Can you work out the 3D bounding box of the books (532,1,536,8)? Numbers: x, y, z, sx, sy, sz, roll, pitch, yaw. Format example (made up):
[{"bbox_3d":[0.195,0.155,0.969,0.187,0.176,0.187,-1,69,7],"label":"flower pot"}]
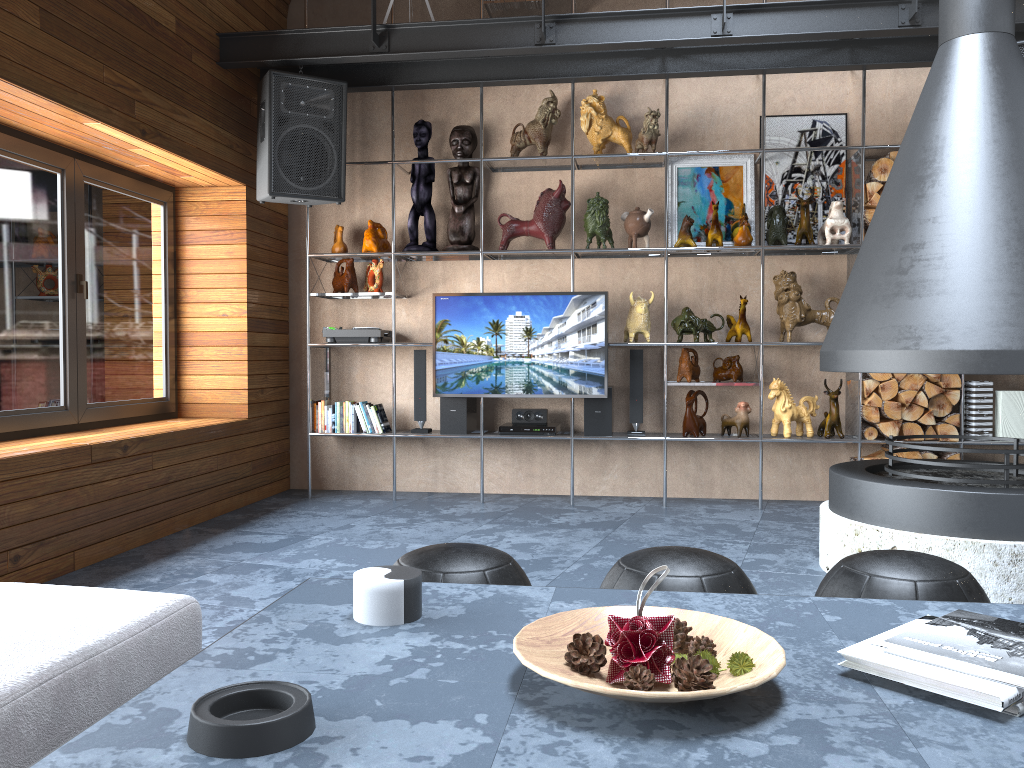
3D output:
[{"bbox_3d":[0.119,-2.458,5.529,0.047,0.197,0.126,0,2,8],"label":"books"}]

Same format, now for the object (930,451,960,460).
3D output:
[{"bbox_3d":[2.554,0.442,5.267,0.105,0.105,0.331,0,2,5],"label":"object"}]

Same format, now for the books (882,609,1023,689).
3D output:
[{"bbox_3d":[0.730,0.398,1.352,0.265,0.017,0.210,-2,2,-40],"label":"books"}]

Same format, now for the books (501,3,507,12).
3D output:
[{"bbox_3d":[-0.054,-2.475,5.561,0.017,0.223,0.161,0,2,8],"label":"books"}]

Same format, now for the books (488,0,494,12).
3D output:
[{"bbox_3d":[-0.131,-2.474,5.579,0.010,0.220,0.171,0,2,8],"label":"books"}]

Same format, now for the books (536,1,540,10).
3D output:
[{"bbox_3d":[0.146,-2.468,5.535,0.049,0.216,0.137,0,2,8],"label":"books"}]

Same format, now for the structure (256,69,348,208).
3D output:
[{"bbox_3d":[-1.262,-1.413,5.196,0.461,0.735,0.488,-1,2,-32],"label":"structure"}]

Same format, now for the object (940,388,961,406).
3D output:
[{"bbox_3d":[2.554,0.061,5.263,0.111,0.121,0.310,0,2,7],"label":"object"}]

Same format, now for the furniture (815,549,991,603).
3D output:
[{"bbox_3d":[0.899,0.620,2.049,0.402,0.462,0.401,1,2,23],"label":"furniture"}]

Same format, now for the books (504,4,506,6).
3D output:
[{"bbox_3d":[-0.043,-2.454,5.540,0.012,0.183,0.117,0,2,8],"label":"books"}]

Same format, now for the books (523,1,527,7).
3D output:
[{"bbox_3d":[0.064,-2.474,5.535,0.054,0.220,0.118,0,2,8],"label":"books"}]

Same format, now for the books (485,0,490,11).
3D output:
[{"bbox_3d":[-0.155,-2.464,5.565,0.011,0.201,0.127,0,2,8],"label":"books"}]

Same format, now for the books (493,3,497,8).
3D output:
[{"bbox_3d":[-0.104,-2.463,5.554,0.011,0.201,0.127,0,2,8],"label":"books"}]

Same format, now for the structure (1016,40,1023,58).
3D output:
[{"bbox_3d":[2.675,-1.395,4.630,0.460,0.744,0.506,1,2,34],"label":"structure"}]

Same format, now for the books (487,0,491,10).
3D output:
[{"bbox_3d":[-0.140,-2.473,5.580,0.010,0.219,0.164,0,2,8],"label":"books"}]

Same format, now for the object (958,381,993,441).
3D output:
[{"bbox_3d":[2.726,0.155,5.216,0.139,0.347,0.140,0,2,-12],"label":"object"}]

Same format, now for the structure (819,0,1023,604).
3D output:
[{"bbox_3d":[2.164,-2.049,3.616,1.689,5.700,1.197,0,2,8],"label":"structure"}]

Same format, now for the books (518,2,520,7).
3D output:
[{"bbox_3d":[0.038,-2.451,5.523,0.009,0.177,0.112,0,2,8],"label":"books"}]

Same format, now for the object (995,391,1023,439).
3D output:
[{"bbox_3d":[2.913,0.185,5.174,0.148,0.287,0.092,0,2,8],"label":"object"}]

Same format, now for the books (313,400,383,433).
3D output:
[{"bbox_3d":[-1.045,0.210,5.756,0.461,0.208,0.139,0,2,8],"label":"books"}]

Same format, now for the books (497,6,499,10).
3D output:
[{"bbox_3d":[-0.092,-2.449,5.547,0.014,0.172,0.119,0,2,8],"label":"books"}]

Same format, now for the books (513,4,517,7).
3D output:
[{"bbox_3d":[0.016,-2.477,5.530,0.017,0.230,0.122,0,2,8],"label":"books"}]

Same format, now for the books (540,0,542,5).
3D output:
[{"bbox_3d":[0.173,-2.464,5.519,0.051,0.205,0.131,0,2,8],"label":"books"}]

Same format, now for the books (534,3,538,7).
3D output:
[{"bbox_3d":[0.131,-2.468,5.524,0.051,0.218,0.133,0,2,8],"label":"books"}]

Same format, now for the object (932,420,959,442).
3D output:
[{"bbox_3d":[2.537,0.273,5.250,0.126,0.112,0.287,0,2,8],"label":"object"}]

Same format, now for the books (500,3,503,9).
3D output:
[{"bbox_3d":[-0.074,-2.466,5.554,0.019,0.206,0.125,0,2,8],"label":"books"}]

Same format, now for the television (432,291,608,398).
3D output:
[{"bbox_3d":[0.049,-0.237,5.411,1.075,0.638,0.115,0,2,8],"label":"television"}]

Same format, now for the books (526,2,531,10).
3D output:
[{"bbox_3d":[0.084,-2.471,5.540,0.055,0.215,0.155,0,2,8],"label":"books"}]

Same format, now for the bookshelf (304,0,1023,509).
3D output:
[{"bbox_3d":[4.028,-2.354,5.038,10.738,6.219,0.421,0,2,8],"label":"bookshelf"}]

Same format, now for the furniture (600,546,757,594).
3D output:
[{"bbox_3d":[0.390,0.619,2.088,0.401,0.462,0.402,1,2,28],"label":"furniture"}]

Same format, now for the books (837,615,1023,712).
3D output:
[{"bbox_3d":[0.687,0.418,1.357,0.299,0.021,0.239,-2,2,-40],"label":"books"}]

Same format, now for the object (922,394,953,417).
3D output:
[{"bbox_3d":[2.506,0.123,5.293,0.143,0.143,0.286,0,2,8],"label":"object"}]

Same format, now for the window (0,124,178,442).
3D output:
[{"bbox_3d":[-2.490,-0.409,2.600,0.101,1.522,5.936,0,2,8],"label":"window"}]

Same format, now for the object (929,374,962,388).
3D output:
[{"bbox_3d":[2.538,-0.038,5.246,0.135,0.114,0.299,0,2,6],"label":"object"}]

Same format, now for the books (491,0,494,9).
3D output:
[{"bbox_3d":[-0.116,-2.463,5.548,0.011,0.201,0.127,0,2,8],"label":"books"}]

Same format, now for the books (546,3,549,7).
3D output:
[{"bbox_3d":[0.202,-2.457,5.513,0.049,0.191,0.138,0,2,8],"label":"books"}]

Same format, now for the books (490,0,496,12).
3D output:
[{"bbox_3d":[-0.121,-2.474,5.584,0.008,0.219,0.177,0,2,8],"label":"books"}]

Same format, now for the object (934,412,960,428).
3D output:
[{"bbox_3d":[2.561,0.203,5.269,0.095,0.088,0.303,0,2,6],"label":"object"}]

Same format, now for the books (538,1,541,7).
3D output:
[{"bbox_3d":[0.161,-2.454,5.528,0.048,0.188,0.120,0,2,8],"label":"books"}]

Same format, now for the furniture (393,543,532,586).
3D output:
[{"bbox_3d":[-0.135,0.618,2.129,0.402,0.462,0.401,-2,2,-42],"label":"furniture"}]

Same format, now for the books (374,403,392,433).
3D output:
[{"bbox_3d":[-0.837,0.222,5.742,0.081,0.185,0.138,0,2,8],"label":"books"}]
